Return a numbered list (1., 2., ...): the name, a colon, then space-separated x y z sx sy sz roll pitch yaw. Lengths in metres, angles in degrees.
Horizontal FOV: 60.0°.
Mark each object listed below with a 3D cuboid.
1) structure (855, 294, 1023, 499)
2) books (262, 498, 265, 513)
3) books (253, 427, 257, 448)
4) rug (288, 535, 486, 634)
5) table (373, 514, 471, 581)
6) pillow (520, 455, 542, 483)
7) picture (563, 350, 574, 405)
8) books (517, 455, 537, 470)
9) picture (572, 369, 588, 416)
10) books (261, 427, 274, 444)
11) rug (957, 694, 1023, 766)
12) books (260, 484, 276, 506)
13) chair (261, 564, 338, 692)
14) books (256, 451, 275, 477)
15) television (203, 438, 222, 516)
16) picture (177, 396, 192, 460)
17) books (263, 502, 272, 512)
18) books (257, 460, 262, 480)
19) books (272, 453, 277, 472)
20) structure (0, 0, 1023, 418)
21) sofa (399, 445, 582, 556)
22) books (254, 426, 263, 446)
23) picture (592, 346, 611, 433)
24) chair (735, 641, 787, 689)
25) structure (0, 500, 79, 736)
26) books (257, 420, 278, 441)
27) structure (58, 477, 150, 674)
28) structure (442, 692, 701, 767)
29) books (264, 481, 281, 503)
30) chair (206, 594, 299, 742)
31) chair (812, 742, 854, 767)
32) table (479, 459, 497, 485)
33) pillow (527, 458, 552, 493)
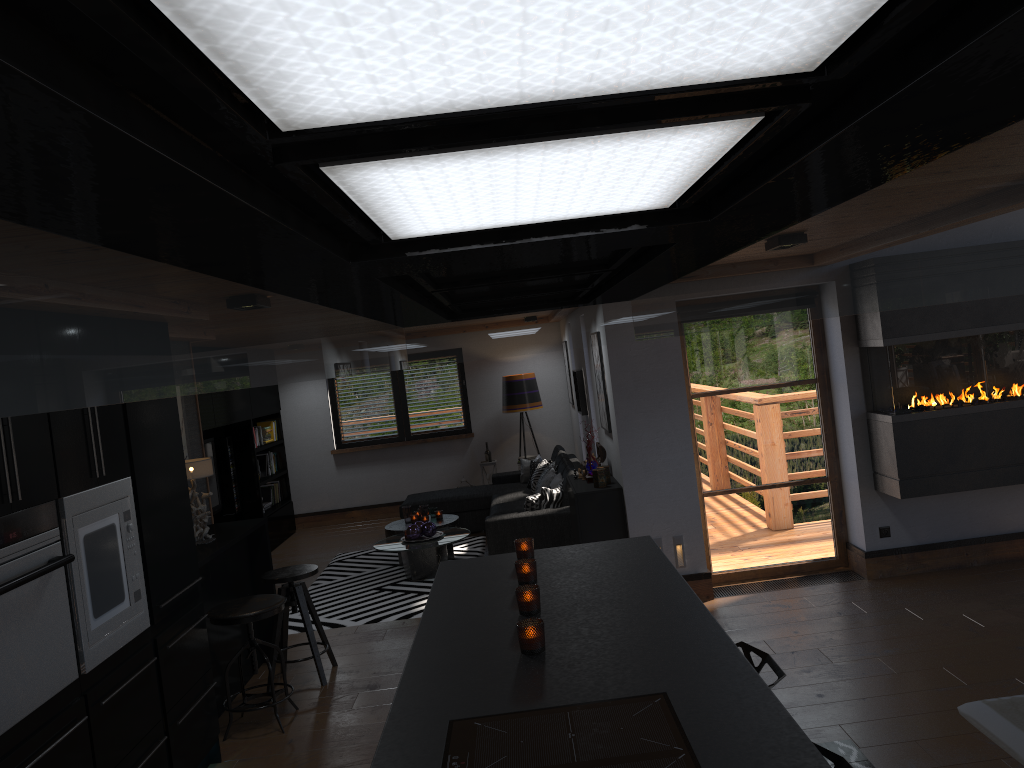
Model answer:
1. structure: 3.257 -0.128 6.236 1.445 1.649 0.433 -7 1 -1
2. books: -3.066 1.459 10.422 0.258 0.188 0.303 -7 2 6
3. books: -3.122 0.636 10.329 0.208 0.270 0.240 -7 1 -1
4. rug: -1.091 1.803 8.307 1.662 0.020 2.900 -7 2 -1
5. table: -0.806 1.569 8.488 0.896 0.371 1.524 -7 2 0
6. pillow: 0.251 1.005 10.338 0.219 0.347 0.562 -7 2 -20
7. picture: 0.692 -0.142 10.965 0.020 0.781 0.562 -7 1 0
8. books: 0.212 0.999 11.255 0.222 0.159 0.253 -8 2 -34
9. picture: 0.694 0.080 9.066 0.066 0.451 0.559 -7 2 0
10. books: -3.147 0.650 11.088 0.260 0.197 0.296 -7 2 2
11. rug: 3.367 1.476 1.516 2.553 0.047 5.631 -7 2 0
12. books: -3.090 1.405 11.134 0.207 0.255 0.244 -7 1 -2
13. chair: -1.404 1.578 5.779 0.393 0.721 0.393 -7 1 -1
14. books: -3.112 0.997 10.990 0.222 0.296 0.345 -7 2 0
15. television: -3.179 0.999 8.899 0.051 0.813 1.253 -7 2 0
16. picture: -2.204 0.273 5.534 0.010 0.593 0.925 -7 2 0
17. books: -3.068 1.505 10.779 0.209 0.073 0.266 -7 2 3
18. books: -3.123 1.025 10.552 0.210 0.270 0.236 -7 1 -1
19. books: -3.122 1.020 11.315 0.189 0.238 0.289 -7 2 -2
20. structure: 0.008 -0.275 1.108 0.711 0.476 3.250 -7 2 0
21. sofa: -0.236 1.267 9.204 2.089 0.818 3.089 -7 2 0
22. books: -3.180 0.649 10.800 0.182 0.232 0.284 -7 2 3
23. picture: 0.700 -0.021 7.037 0.020 0.781 0.562 -7 1 0
24. chair: 0.679 1.336 2.887 0.469 0.839 0.539 -7 1 0
25. structure: -1.637 0.770 3.012 0.090 0.672 0.594 -7 1 0
26. books: -3.127 0.610 11.348 0.213 0.261 0.210 -7 1 -1
27. structure: -1.649 0.753 3.638 0.039 0.671 0.593 -7 1 0
28. structure: 0.108 0.762 1.742 0.504 0.017 0.610 -7 2 0
29. books: -3.091 1.395 11.343 0.213 0.261 0.252 -7 1 -1
30. chair: -1.474 1.611 5.072 0.440 0.716 0.442 -7 1 3
31. chair: 0.653 1.363 2.112 0.470 0.839 0.538 -7 1 -4
32. table: -0.275 1.307 11.495 0.226 0.608 0.224 -7 1 -1
33. pillow: 0.327 1.016 9.836 0.312 0.364 0.666 -7 2 -5
